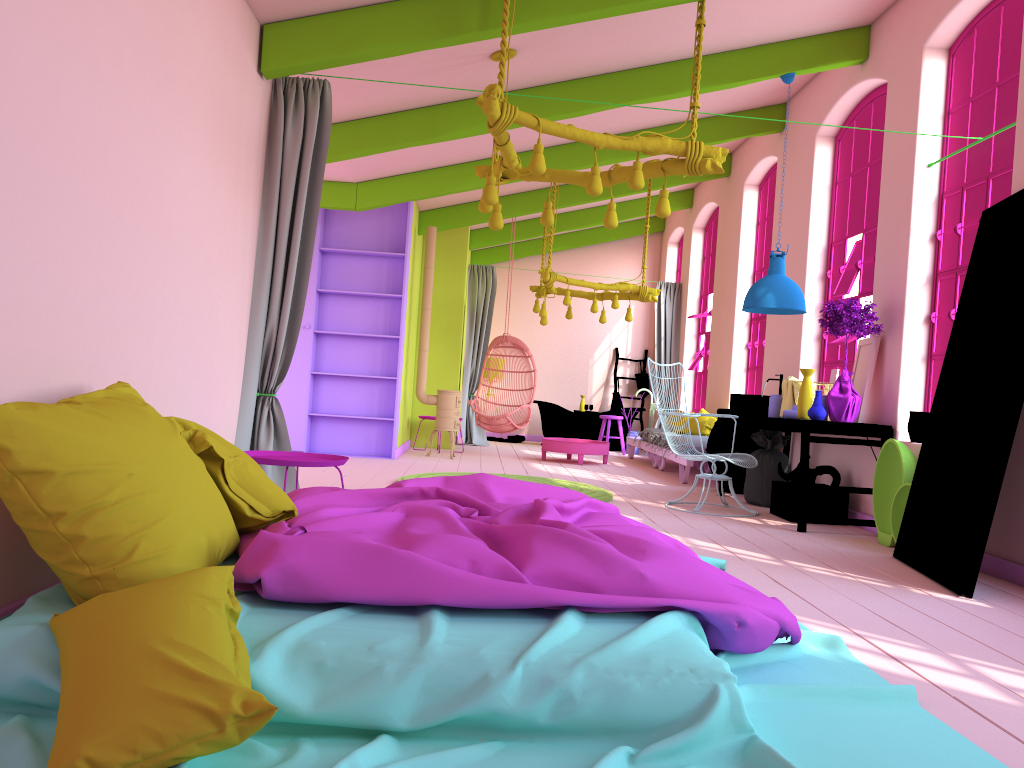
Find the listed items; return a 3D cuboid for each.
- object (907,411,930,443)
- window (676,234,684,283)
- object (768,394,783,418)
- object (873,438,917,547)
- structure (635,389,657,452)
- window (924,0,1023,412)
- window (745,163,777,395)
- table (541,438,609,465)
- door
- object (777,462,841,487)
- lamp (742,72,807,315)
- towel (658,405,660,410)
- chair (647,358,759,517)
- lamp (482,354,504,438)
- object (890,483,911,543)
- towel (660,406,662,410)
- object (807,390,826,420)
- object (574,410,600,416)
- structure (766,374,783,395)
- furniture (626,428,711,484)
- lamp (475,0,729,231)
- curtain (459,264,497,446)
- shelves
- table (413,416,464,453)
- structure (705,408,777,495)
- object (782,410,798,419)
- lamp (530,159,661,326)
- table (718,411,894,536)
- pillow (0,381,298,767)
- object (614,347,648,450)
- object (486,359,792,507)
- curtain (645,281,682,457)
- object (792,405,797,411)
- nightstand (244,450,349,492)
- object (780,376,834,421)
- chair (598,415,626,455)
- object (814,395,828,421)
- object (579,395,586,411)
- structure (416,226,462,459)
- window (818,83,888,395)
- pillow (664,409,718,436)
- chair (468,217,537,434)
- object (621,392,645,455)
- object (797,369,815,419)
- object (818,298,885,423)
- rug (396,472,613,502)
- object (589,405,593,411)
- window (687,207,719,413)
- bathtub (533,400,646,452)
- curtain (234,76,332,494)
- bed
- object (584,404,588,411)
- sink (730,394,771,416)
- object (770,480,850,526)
[{"bbox_3d":[2.904,0.308,6.290,0.182,0.223,0.182,4,0,-25],"label":"object"},{"bbox_3d":[2.799,-1.052,14.603,0.072,3.047,1.275,4,0,-2],"label":"window"},{"bbox_3d":[2.275,0.191,7.656,0.109,0.197,0.109,4,0,-10],"label":"object"},{"bbox_3d":[2.668,0.744,6.053,0.218,0.733,0.451,4,0,-2],"label":"object"},{"bbox_3d":[2.261,0.611,14.726,0.451,1.061,0.254,4,0,41],"label":"structure"},{"bbox_3d":[3.130,-1.082,5.867,0.072,3.047,1.275,4,0,-2],"label":"window"},{"bbox_3d":[2.964,-1.067,10.243,0.072,3.047,1.275,4,0,-2],"label":"window"},{"bbox_3d":[0.821,0.876,11.531,0.885,0.285,0.886,4,0,24],"label":"table"},{"bbox_3d":[2.613,-0.001,4.976,0.450,2.211,1.153,4,0,8],"label":"door"},{"bbox_3d":[2.436,0.870,7.338,0.300,0.448,0.672,4,0,-27],"label":"object"},{"bbox_3d":[2.271,-1.608,7.457,0.528,2.002,0.529,4,0,29],"label":"lamp"},{"bbox_3d":[2.573,0.389,14.861,0.262,0.102,0.247,4,0,-1],"label":"towel"},{"bbox_3d":[1.638,0.434,7.444,0.924,1.238,1.079,4,0,33],"label":"chair"},{"bbox_3d":[-0.404,0.206,15.270,0.491,1.466,0.476,4,0,28],"label":"lamp"},{"bbox_3d":[2.598,0.872,5.724,0.137,0.463,0.284,4,0,-17],"label":"object"},{"bbox_3d":[2.583,0.388,14.594,0.247,0.102,0.262,4,0,-11],"label":"towel"},{"bbox_3d":[2.261,0.158,6.564,0.132,0.219,0.132,4,0,15],"label":"object"},{"bbox_3d":[1.235,0.484,14.706,0.360,0.068,1.323,4,0,-2],"label":"object"},{"bbox_3d":[2.416,0.105,8.182,0.166,0.397,0.087,4,0,7],"label":"structure"},{"bbox_3d":[2.128,0.852,11.294,0.907,0.507,3.775,4,0,-2],"label":"furniture"},{"bbox_3d":[0.345,-2.120,5.907,1.611,2.264,1.775,4,0,-20],"label":"lamp"},{"bbox_3d":[-0.538,-0.470,13.585,0.518,2.785,0.525,4,0,-21],"label":"curtain"},{"bbox_3d":[-2.162,-0.732,10.179,1.841,3.104,0.384,4,0,-2],"label":"shelves"},{"bbox_3d":[-0.966,0.669,11.816,0.596,0.458,0.596,4,0,35],"label":"table"},{"bbox_3d":[2.331,0.685,9.019,0.718,0.845,0.718,4,0,-35],"label":"structure"},{"bbox_3d":[2.272,0.251,7.211,0.137,0.076,0.076,4,0,18],"label":"object"},{"bbox_3d":[0.862,-1.854,11.474,1.611,2.264,1.775,4,0,-20],"label":"lamp"},{"bbox_3d":[2.386,0.689,7.511,0.655,0.821,2.192,4,0,-2],"label":"table"},{"bbox_3d":[-1.155,0.418,2.982,0.848,0.822,2.617,4,0,-12],"label":"pillow"},{"bbox_3d":[2.049,0.252,15.467,0.603,1.765,0.410,4,0,-2],"label":"object"},{"bbox_3d":[1.084,0.248,11.714,2.827,1.580,7.864,4,0,-1],"label":"object"},{"bbox_3d":[2.388,-0.216,13.689,0.518,2.785,0.525,4,0,17],"label":"curtain"},{"bbox_3d":[2.332,0.232,7.280,0.065,0.118,0.065,4,0,-43],"label":"object"},{"bbox_3d":[-1.196,0.611,4.783,0.596,0.458,0.596,4,0,35],"label":"nightstand"},{"bbox_3d":[2.502,0.123,7.486,0.444,0.369,0.633,4,0,-2],"label":"object"},{"bbox_3d":[1.494,0.782,13.611,0.473,0.593,0.446,4,0,-33],"label":"chair"},{"bbox_3d":[2.382,0.184,6.837,0.109,0.197,0.109,4,0,35],"label":"object"},{"bbox_3d":[1.166,0.346,14.672,0.097,0.321,0.097,4,0,9],"label":"object"},{"bbox_3d":[-0.831,-0.505,10.971,0.577,2.814,0.403,4,0,15],"label":"structure"},{"bbox_3d":[3.062,-1.067,7.785,0.492,3.003,1.497,4,0,-2],"label":"window"},{"bbox_3d":[2.317,0.500,11.380,0.578,0.399,1.997,4,0,-2],"label":"pillow"},{"bbox_3d":[-0.065,-0.898,11.837,0.860,3.130,0.806,4,0,18],"label":"chair"},{"bbox_3d":[1.893,0.610,13.967,0.451,0.987,0.277,4,0,42],"label":"object"},{"bbox_3d":[2.240,0.077,6.761,0.116,0.383,0.116,4,0,-28],"label":"object"},{"bbox_3d":[2.527,-0.183,6.716,0.441,0.951,0.502,4,0,-42],"label":"object"},{"bbox_3d":[-0.062,0.914,7.841,1.889,0.050,1.888,4,0,-15],"label":"rug"},{"bbox_3d":[1.307,0.428,14.676,0.069,0.170,0.069,4,0,17],"label":"object"},{"bbox_3d":[2.872,-1.049,12.695,0.551,3.010,1.513,4,0,-2],"label":"window"},{"bbox_3d":[1.253,0.697,14.708,1.889,0.740,0.826,4,0,-2],"label":"bathtub"},{"bbox_3d":[-1.434,-0.568,5.447,0.518,2.785,0.525,4,0,-21],"label":"curtain"},{"bbox_3d":[-0.090,0.655,3.281,2.802,0.514,3.576,4,0,-2],"label":"bed"},{"bbox_3d":[1.214,0.421,14.509,0.069,0.170,0.069,4,0,17],"label":"object"},{"bbox_3d":[2.225,0.191,8.150,0.340,0.194,0.609,4,0,-2],"label":"sink"},{"bbox_3d":[2.403,0.960,7.192,0.446,0.277,0.521,4,0,-2],"label":"object"}]
